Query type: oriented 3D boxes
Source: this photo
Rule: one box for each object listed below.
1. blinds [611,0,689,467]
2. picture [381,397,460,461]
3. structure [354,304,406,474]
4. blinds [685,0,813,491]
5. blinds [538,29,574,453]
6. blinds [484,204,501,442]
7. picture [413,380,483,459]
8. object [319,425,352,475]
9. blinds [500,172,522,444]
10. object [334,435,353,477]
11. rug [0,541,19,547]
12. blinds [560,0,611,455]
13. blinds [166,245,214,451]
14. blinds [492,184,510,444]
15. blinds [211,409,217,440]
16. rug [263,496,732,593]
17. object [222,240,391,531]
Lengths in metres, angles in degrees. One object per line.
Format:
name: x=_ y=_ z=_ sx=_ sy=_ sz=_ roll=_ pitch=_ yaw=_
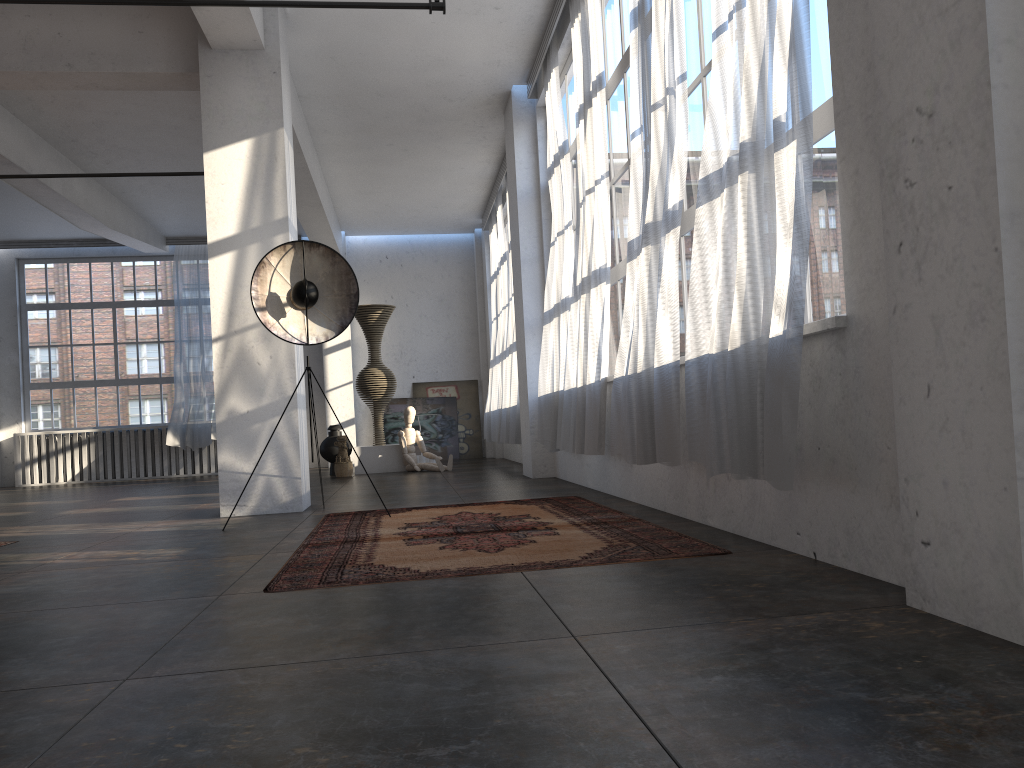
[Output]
blinds: x=0.718 y=-1.413 z=4.825 sx=0.342 sy=3.695 sz=1.028 roll=-3 pitch=-1 yaw=-10
picture: x=-1.636 y=0.786 z=15.322 sx=1.442 sy=1.141 sz=0.302 roll=-3 pitch=-1 yaw=-11
structure: x=-1.895 y=0.085 z=12.430 sx=0.681 sy=2.325 sz=0.746 roll=-3 pitch=-1 yaw=-8
blinds: x=0.887 y=-1.489 z=3.476 sx=0.345 sy=3.749 sz=1.022 roll=-3 pitch=-1 yaw=-9
blinds: x=0.374 y=-1.241 z=7.989 sx=0.317 sy=3.711 sz=1.019 roll=-3 pitch=-1 yaw=-8
blinds: x=-0.320 y=-0.953 z=13.706 sx=0.342 sy=3.695 sz=1.028 roll=-3 pitch=-1 yaw=-10
picture: x=-1.127 y=0.638 z=15.511 sx=1.155 sy=1.386 sz=0.252 roll=-3 pitch=-1 yaw=-9
object: x=-2.450 y=0.918 z=12.321 sx=0.452 sy=0.693 sz=0.434 roll=-2 pitch=-2 yaw=-44
blinds: x=-0.014 y=-1.073 z=11.209 sx=0.363 sy=3.673 sz=1.025 roll=-3 pitch=-1 yaw=-8
object: x=-2.188 y=0.968 z=11.488 sx=0.236 sy=0.600 sz=0.223 roll=-4 pitch=-1 yaw=20
rug: x=-3.845 y=0.948 z=3.989 sx=1.866 sy=0.029 sz=2.869 roll=-3 pitch=-3 yaw=-8
blinds: x=0.524 y=-1.316 z=6.503 sx=0.363 sy=3.673 sz=1.025 roll=-3 pitch=-1 yaw=-8
blinds: x=-5.274 y=-0.681 z=14.499 sx=0.696 sy=3.557 sz=0.871 roll=-3 pitch=-1 yaw=-9
blinds: x=-0.165 y=-1.006 z=12.532 sx=0.317 sy=3.711 sz=1.019 roll=-3 pitch=-1 yaw=-8
blinds: x=-4.363 y=-0.768 z=14.509 sx=1.064 sy=3.499 sz=0.994 roll=-3 pitch=-1 yaw=-8
rug: x=-0.211 y=0.795 z=4.892 sx=1.827 sy=0.009 sz=3.111 roll=-3 pitch=-3 yaw=-8
object: x=-1.411 y=-0.027 z=6.203 sx=1.062 sy=1.918 sz=1.173 roll=-3 pitch=-2 yaw=-8
